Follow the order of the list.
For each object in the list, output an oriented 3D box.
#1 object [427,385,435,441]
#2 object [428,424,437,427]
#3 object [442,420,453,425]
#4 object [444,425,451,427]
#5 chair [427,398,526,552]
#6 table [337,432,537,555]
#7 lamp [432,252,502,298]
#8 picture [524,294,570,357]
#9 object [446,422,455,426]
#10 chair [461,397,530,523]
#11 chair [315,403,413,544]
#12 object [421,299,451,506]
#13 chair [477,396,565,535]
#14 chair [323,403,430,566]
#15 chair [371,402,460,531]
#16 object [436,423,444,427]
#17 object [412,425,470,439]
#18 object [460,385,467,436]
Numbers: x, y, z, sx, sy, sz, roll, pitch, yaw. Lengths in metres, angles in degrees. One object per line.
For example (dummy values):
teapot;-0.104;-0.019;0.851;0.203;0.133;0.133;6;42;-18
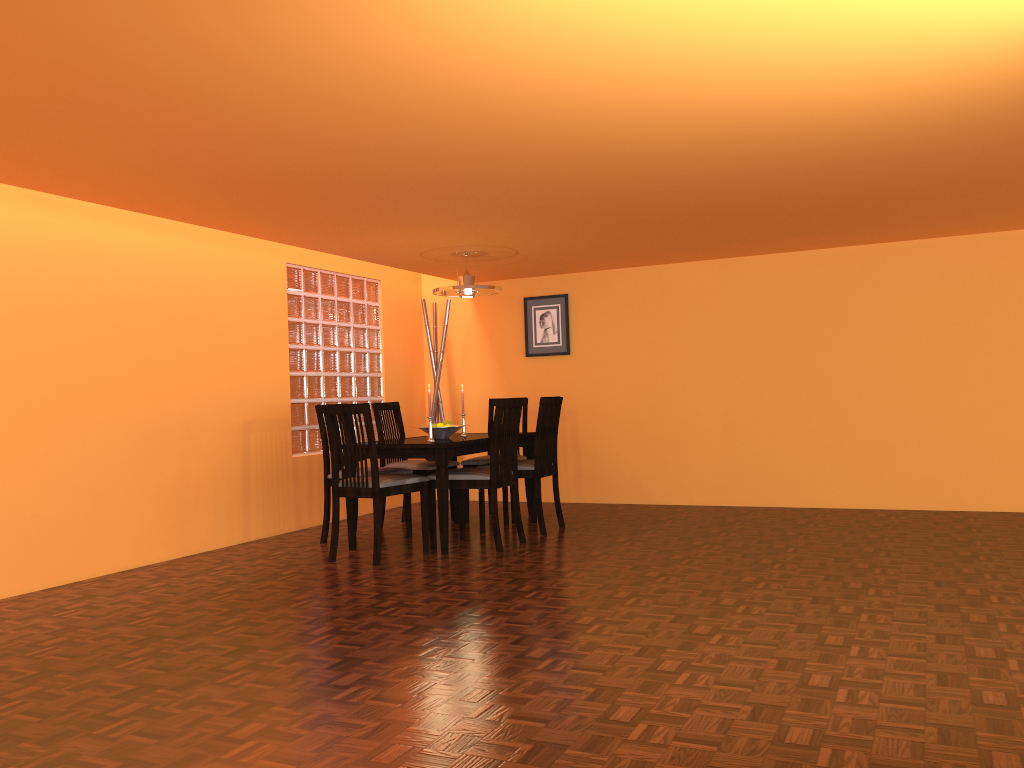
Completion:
object;-0.458;0.155;4.953;0.044;0.326;0.044;-2;-1;14
object;-0.455;0.270;5.210;0.089;0.076;0.087;-3;-1;31
object;-0.388;0.249;5.289;0.069;0.066;0.069;-3;-1;35
object;-0.375;0.259;5.157;0.055;0.046;0.046;-2;-1;-12
chair;-0.181;0.486;4.844;0.465;0.809;0.373;-2;-1;25
table;-0.375;0.612;5.249;0.697;0.584;1.259;-2;-1;25
lamp;-0.283;-0.681;5.557;0.435;0.274;0.435;-1;-1;-43
picture;0.262;-0.439;6.698;0.361;0.456;0.014;-2;-1;25
object;-0.356;0.260;5.216;0.055;0.070;0.066;-2;-1;7
chair;-0.081;0.499;5.927;0.373;0.809;0.465;-2;-1;20
chair;-0.872;0.515;5.172;0.465;0.809;0.373;-2;-1;25
object;-0.561;0.142;6.810;0.226;1.589;0.308;-1;-1;-43
chair;0.066;0.485;5.366;0.465;0.809;0.373;-2;-1;25
chair;-0.714;0.501;4.608;0.373;0.809;0.465;-2;-1;30
chair;-0.626;0.514;5.694;0.465;0.809;0.373;-2;-1;25
object;-0.415;0.248;5.127;0.046;0.046;0.055;-2;-1;8
object;-0.416;0.284;5.222;0.337;0.072;0.337;-2;-1;-8
object;-0.303;0.157;5.478;0.044;0.326;0.044;-2;-1;14
